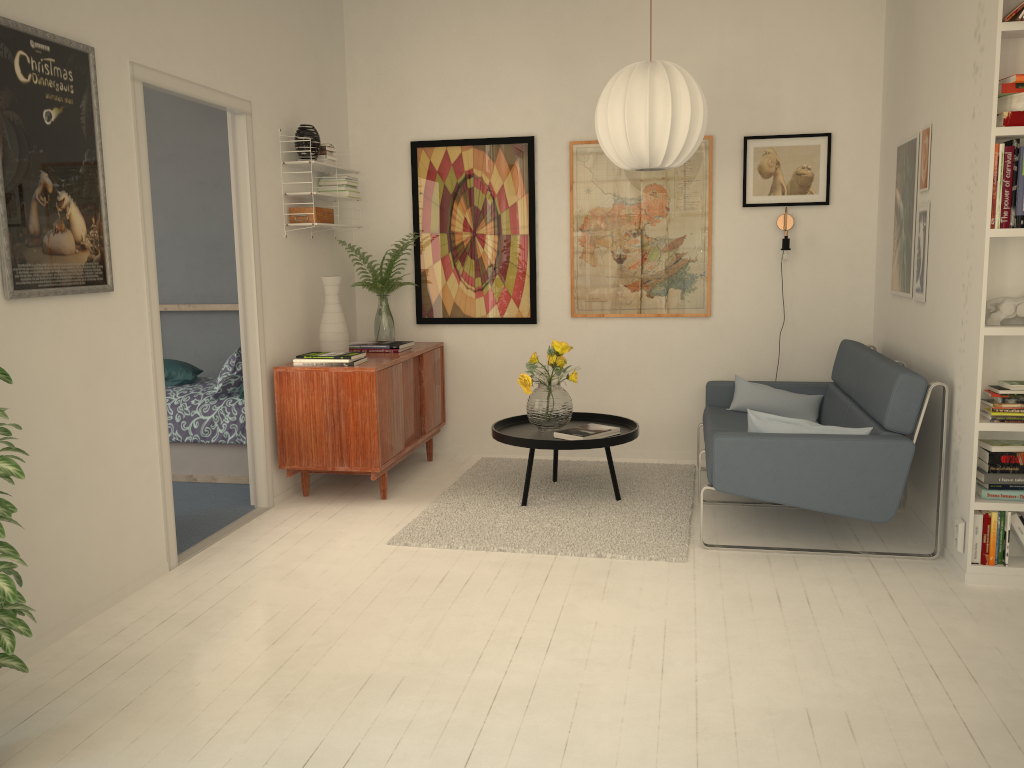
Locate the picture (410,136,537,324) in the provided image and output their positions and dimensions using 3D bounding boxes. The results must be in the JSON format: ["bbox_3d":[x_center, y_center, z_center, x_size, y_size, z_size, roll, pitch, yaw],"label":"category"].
[{"bbox_3d":[-0.236,-0.937,5.498,0.778,1.132,0.018,1,8,11],"label":"picture"}]

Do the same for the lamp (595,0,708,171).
[{"bbox_3d":[0.668,-1.660,4.269,0.536,1.228,0.536,7,11,45],"label":"lamp"}]

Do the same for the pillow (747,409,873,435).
[{"bbox_3d":[1.230,0.270,3.750,0.533,0.353,0.141,1,8,11],"label":"pillow"}]

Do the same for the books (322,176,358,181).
[{"bbox_3d":[-1.004,-1.200,5.185,0.147,0.016,0.195,0,9,9],"label":"books"}]

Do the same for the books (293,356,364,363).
[{"bbox_3d":[-0.947,-0.133,4.604,0.296,0.015,0.240,1,9,10],"label":"books"}]

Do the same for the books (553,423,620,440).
[{"bbox_3d":[0.381,0.247,4.496,0.289,0.031,0.200,-9,12,-44],"label":"books"}]

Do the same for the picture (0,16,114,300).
[{"bbox_3d":[-1.539,-0.733,2.973,0.020,0.868,0.525,1,8,11],"label":"picture"}]

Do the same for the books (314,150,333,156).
[{"bbox_3d":[-1.075,-1.262,4.872,0.155,0.024,0.136,0,9,4],"label":"books"}]

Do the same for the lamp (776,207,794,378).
[{"bbox_3d":[1.450,-0.313,5.188,0.360,1.414,0.112,1,8,11],"label":"lamp"}]

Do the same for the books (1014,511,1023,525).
[{"bbox_3d":[1.989,0.583,3.413,0.118,0.192,0.118,1,8,11],"label":"books"}]

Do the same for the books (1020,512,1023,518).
[{"bbox_3d":[2.022,0.586,3.413,0.131,0.188,0.136,1,8,11],"label":"books"}]

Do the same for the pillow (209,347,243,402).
[{"bbox_3d":[-1.599,-0.093,5.220,0.237,0.338,0.438,0,8,9],"label":"pillow"}]

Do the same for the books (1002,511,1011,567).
[{"bbox_3d":[1.889,0.572,3.436,0.010,0.215,0.194,1,8,11],"label":"books"}]

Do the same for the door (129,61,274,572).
[{"bbox_3d":[-1.776,-0.304,4.079,0.882,2.031,0.956,1,8,11],"label":"door"}]

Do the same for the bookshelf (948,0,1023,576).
[{"bbox_3d":[2.081,-0.686,3.237,0.710,2.897,0.249,1,8,11],"label":"bookshelf"}]

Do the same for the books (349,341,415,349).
[{"bbox_3d":[-0.789,-0.229,5.201,0.368,0.020,0.255,1,9,14],"label":"books"}]

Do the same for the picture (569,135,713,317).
[{"bbox_3d":[0.764,-0.926,5.303,0.838,1.051,0.012,1,8,11],"label":"picture"}]

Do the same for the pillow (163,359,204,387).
[{"bbox_3d":[-2.121,-0.072,5.455,0.378,0.153,0.415,-3,9,-12],"label":"pillow"}]

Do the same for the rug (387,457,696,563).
[{"bbox_3d":[0.267,0.599,4.617,1.304,0.012,1.662,1,9,13],"label":"rug"}]

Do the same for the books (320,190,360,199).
[{"bbox_3d":[-1.007,-1.109,5.201,0.179,0.037,0.190,1,9,11],"label":"books"}]

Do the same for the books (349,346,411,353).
[{"bbox_3d":[-0.803,-0.208,5.201,0.371,0.022,0.259,1,9,11],"label":"books"}]

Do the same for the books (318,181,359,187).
[{"bbox_3d":[-1.013,-1.169,5.186,0.173,0.023,0.190,1,9,11],"label":"books"}]

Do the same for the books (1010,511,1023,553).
[{"bbox_3d":[1.961,0.579,3.425,0.135,0.200,0.134,1,8,11],"label":"books"}]

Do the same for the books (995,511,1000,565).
[{"bbox_3d":[1.859,0.574,3.456,0.012,0.206,0.194,1,8,11],"label":"books"}]

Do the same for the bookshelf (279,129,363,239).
[{"bbox_3d":[-1.055,-1.104,4.983,0.184,0.564,0.696,1,8,11],"label":"bookshelf"}]

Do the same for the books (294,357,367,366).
[{"bbox_3d":[-0.937,-0.116,4.605,0.320,0.020,0.237,0,9,7],"label":"books"}]

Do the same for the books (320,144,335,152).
[{"bbox_3d":[-1.065,-1.291,4.860,0.178,0.036,0.145,0,8,4],"label":"books"}]

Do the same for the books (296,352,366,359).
[{"bbox_3d":[-0.936,-0.148,4.600,0.311,0.015,0.192,1,9,14],"label":"books"}]

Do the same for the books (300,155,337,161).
[{"bbox_3d":[-1.064,-1.241,4.879,0.158,0.019,0.132,1,9,13],"label":"books"}]

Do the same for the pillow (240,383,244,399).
[{"bbox_3d":[-1.404,-0.110,5.395,0.237,0.384,0.768,0,9,9],"label":"pillow"}]

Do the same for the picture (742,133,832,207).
[{"bbox_3d":[1.576,-1.226,5.095,0.481,0.401,0.015,1,8,11],"label":"picture"}]

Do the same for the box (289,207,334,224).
[{"bbox_3d":[-1.091,-0.915,4.834,0.152,0.084,0.266,1,9,11],"label":"box"}]

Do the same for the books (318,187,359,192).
[{"bbox_3d":[-1.015,-1.136,5.190,0.168,0.021,0.197,1,9,14],"label":"books"}]

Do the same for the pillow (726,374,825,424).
[{"bbox_3d":[1.482,0.090,4.989,0.540,0.276,0.157,1,8,13],"label":"pillow"}]

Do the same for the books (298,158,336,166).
[{"bbox_3d":[-1.072,-1.217,4.882,0.159,0.028,0.147,0,9,8],"label":"books"}]

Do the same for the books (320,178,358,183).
[{"bbox_3d":[-1.009,-1.187,5.190,0.153,0.013,0.197,1,9,14],"label":"books"}]

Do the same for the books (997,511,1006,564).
[{"bbox_3d":[1.876,0.570,3.453,0.021,0.215,0.174,1,8,11],"label":"books"}]

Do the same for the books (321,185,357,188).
[{"bbox_3d":[-1.013,-1.154,5.203,0.147,0.012,0.195,0,9,9],"label":"books"}]

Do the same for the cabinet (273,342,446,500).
[{"bbox_3d":[-0.816,0.184,5.111,0.546,0.726,1.263,1,9,11],"label":"cabinet"}]
